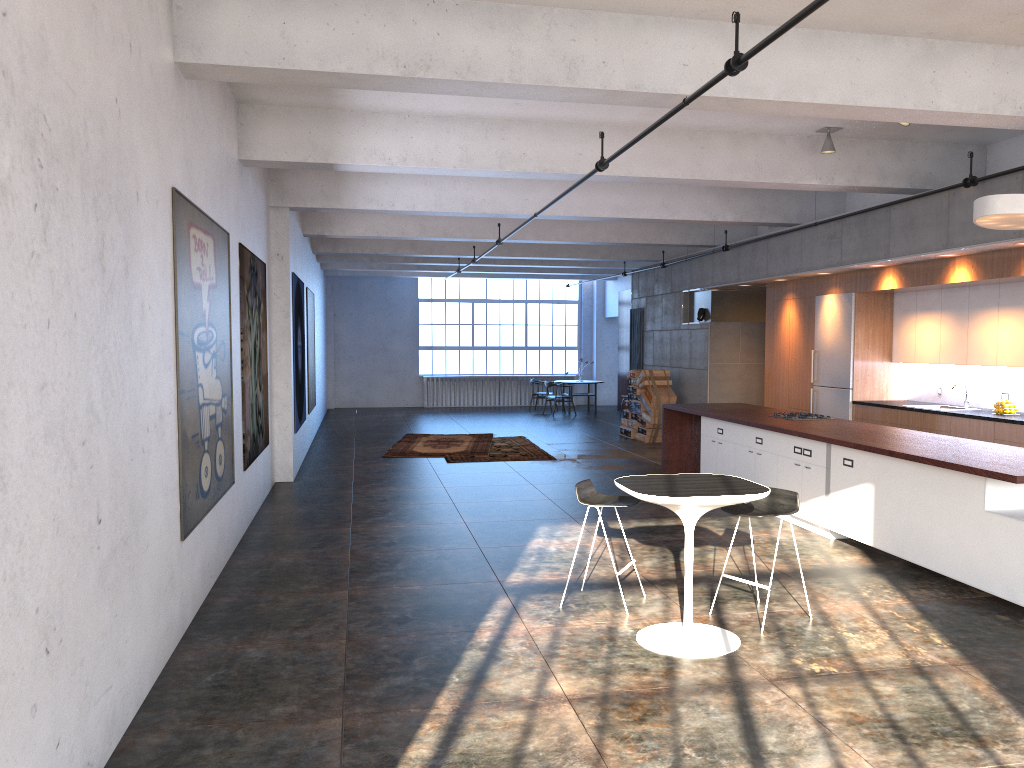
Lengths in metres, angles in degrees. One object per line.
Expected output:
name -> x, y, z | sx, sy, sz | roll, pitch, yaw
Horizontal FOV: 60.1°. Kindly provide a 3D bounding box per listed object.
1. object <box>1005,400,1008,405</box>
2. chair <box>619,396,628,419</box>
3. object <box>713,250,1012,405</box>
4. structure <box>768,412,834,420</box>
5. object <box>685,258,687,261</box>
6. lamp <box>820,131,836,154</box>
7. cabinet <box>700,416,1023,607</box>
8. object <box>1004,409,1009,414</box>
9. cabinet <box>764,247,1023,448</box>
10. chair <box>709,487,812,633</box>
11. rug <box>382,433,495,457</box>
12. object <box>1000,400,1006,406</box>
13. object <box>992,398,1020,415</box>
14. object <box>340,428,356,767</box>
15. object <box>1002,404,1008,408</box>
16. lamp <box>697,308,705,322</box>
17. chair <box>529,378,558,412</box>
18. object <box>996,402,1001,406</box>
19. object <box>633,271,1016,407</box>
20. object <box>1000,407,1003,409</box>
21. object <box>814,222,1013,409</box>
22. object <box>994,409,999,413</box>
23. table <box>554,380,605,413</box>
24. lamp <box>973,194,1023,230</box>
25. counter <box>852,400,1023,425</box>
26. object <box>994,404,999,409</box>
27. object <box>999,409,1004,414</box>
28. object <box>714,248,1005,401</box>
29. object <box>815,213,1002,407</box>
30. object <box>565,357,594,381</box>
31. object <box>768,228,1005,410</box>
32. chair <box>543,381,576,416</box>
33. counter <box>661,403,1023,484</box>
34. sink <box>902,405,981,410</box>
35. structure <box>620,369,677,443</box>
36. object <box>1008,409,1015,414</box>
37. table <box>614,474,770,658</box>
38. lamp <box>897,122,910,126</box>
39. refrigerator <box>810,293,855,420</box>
object -> 3.892, -1.086, 13.957 | 0.059, 2.167, 9.775 | -1, 3, -16
chair -> 2.875, 0.353, 20.663 | 0.661, 0.989, 0.423 | -1, 4, -11
object -> 5.221, 0.197, 9.305 | 0.063, 0.051, 0.052 | -1, 3, -19
structure -> 3.213, 0.369, 9.859 | 0.516, 0.072, 0.634 | 0, 3, -11
object -> 5.269, 0.252, 9.383 | 0.061, 0.053, 0.052 | 2, 4, 32
lamp -> 3.240, -2.481, 9.067 | 0.153, 0.216, 0.158 | 2, 4, 27
cabinet -> 3.254, 0.961, 8.340 | 0.929, 0.931, 5.595 | -1, 3, -10
object -> 5.199, 0.287, 9.306 | 0.051, 0.057, 0.061 | 2, 4, 26
cabinet -> 5.826, -0.120, 10.241 | 2.398, 2.566, 8.030 | -1, 3, -10
chair -> 1.623, 1.144, 5.767 | 0.515, 0.897, 0.454 | -2, 4, -34
rug -> -1.198, 1.039, 15.546 | 1.878, 0.048, 3.514 | 0, 3, -1
object -> 5.172, 0.200, 9.323 | 0.057, 0.060, 0.053 | 1, 3, 12
object -> 5.713, 0.451, 15.885 | 0.949, 1.216, 13.166 | 0, 3, 1
object -> 3.590, 1.383, 12.132 | 19.905, 0.001, 26.947 | 0, 3, -11
object -> 5.604, -1.112, 15.087 | 0.062, 2.213, 11.823 | 0, 3, 4
lamp -> 3.305, -1.194, 15.403 | 0.215, 0.259, 0.168 | -2, 4, -29
chair -> 0.825, 0.290, 23.274 | 0.666, 0.865, 0.735 | 1, 4, 16
object -> 4.116, -1.000, 12.486 | 0.054, 2.172, 6.771 | -1, 3, -18
object -> 5.289, 0.219, 9.339 | 0.052, 0.052, 0.062 | 3, 4, 37
object -> 5.199, 0.267, 9.435 | 0.053, 0.053, 0.061 | -2, 4, -29
object -> 5.239, 0.241, 9.319 | 0.052, 0.053, 0.062 | 0, 3, -4
object -> 4.928, -0.774, 7.919 | 0.057, 2.313, 2.930 | 1, 3, 9
table -> 1.746, 0.355, 23.019 | 1.284, 0.852, 1.334 | 2, 4, 33
lamp -> 3.820, -1.213, 6.158 | 1.057, 0.130, 1.027 | 2, 3, 35
counter -> 5.577, 0.334, 9.463 | 1.620, 0.039, 4.418 | 0, 3, -10
object -> 4.498, -0.895, 10.288 | 0.054, 2.231, 2.363 | -3, 4, -35
object -> 5.170, 0.291, 9.355 | 0.062, 0.053, 0.052 | -1, 4, -23
object -> 5.243, 0.189, 9.439 | 0.058, 0.060, 0.051 | 2, 4, 24
object -> 5.196, 0.236, 9.354 | 0.050, 0.053, 0.065 | 2, 4, 27
object -> 1.752, -0.386, 22.956 | 0.780, 0.625, 0.237 | 0, 4, -9
object -> 4.799, -1.254, 12.157 | 0.058, 2.871, 5.904 | -1, 3, -8
chair -> 1.169, 0.354, 21.926 | 0.683, 0.865, 0.715 | -1, 4, -24
counter -> 3.162, 0.903, 8.937 | 1.151, 0.972, 6.593 | 0, 3, -10
sink -> 4.959, 0.367, 10.258 | 0.527, 0.192, 0.722 | 0, 3, -11
structure -> 2.495, 0.370, 16.559 | 0.643, 1.317, 1.895 | -1, 3, -10
object -> 5.256, 0.292, 9.330 | 0.072, 0.063, 0.065 | 3, 5, 44
table -> 1.062, 1.074, 5.315 | 0.835, 0.953, 0.821 | -1, 3, -11
lamp -> 3.392, -2.355, 7.595 | 0.226, 0.287, 0.129 | -2, 4, -27
refrigerator -> 4.368, -0.104, 11.940 | 0.222, 2.194, 0.945 | -1, 4, -13
